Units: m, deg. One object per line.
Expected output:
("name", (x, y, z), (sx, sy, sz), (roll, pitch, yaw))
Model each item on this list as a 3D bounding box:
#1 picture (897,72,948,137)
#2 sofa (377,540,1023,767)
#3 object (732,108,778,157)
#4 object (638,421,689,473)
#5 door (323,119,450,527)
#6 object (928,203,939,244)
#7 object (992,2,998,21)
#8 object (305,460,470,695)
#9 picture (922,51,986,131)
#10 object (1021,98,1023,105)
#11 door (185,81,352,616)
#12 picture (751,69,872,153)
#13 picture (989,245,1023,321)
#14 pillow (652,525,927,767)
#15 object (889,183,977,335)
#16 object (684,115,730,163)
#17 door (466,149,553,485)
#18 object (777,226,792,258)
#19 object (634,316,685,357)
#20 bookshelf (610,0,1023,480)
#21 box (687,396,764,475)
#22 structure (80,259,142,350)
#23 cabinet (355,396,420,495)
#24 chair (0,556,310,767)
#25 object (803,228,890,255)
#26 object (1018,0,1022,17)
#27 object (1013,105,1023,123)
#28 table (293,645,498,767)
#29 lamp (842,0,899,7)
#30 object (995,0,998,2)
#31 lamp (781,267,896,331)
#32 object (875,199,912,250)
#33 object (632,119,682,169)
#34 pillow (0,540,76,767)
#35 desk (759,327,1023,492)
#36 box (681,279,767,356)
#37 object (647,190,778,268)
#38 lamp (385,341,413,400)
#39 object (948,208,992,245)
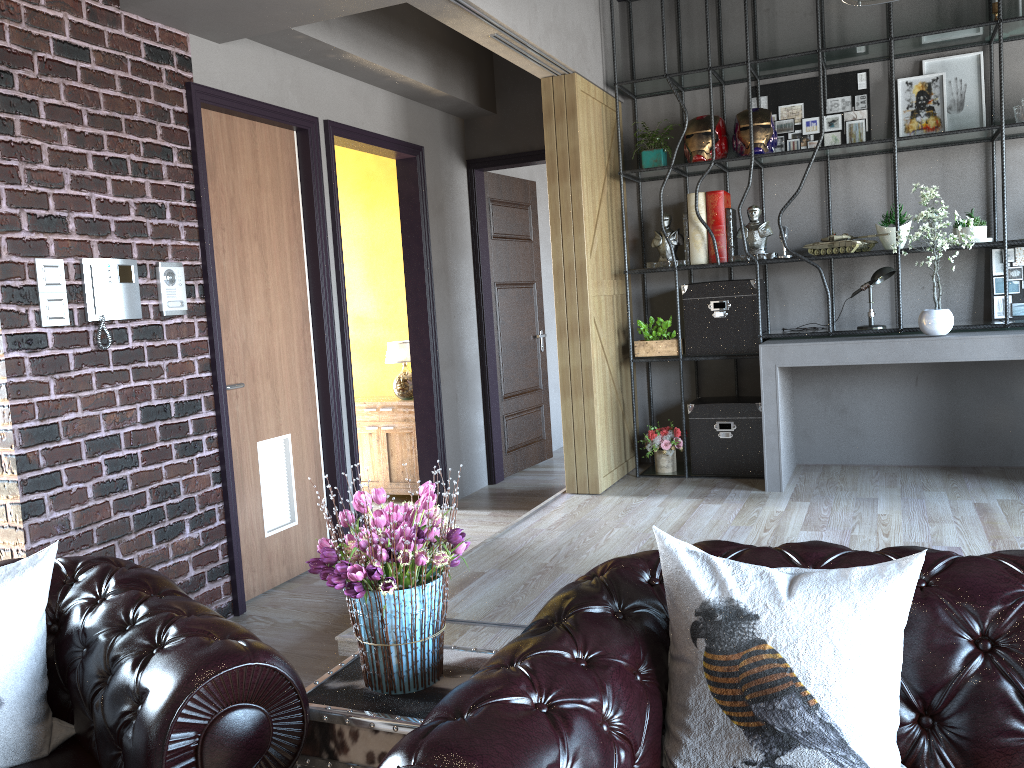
("picture", (2.520, -1.688, 5.446), (0.267, 0.413, 0.101), (-2, 5, 23))
("sofa", (1.157, 0.808, 1.420), (2.565, 0.837, 1.241), (-2, 5, 23))
("object", (1.549, -1.599, 5.661), (0.280, 0.327, 0.400), (-3, 5, 13))
("object", (1.016, 0.416, 6.039), (0.345, 0.362, 0.332), (-1, 5, 27))
("door", (-1.255, -0.308, 5.942), (1.098, 2.541, 1.151), (-2, 5, 23))
("object", (2.594, -0.976, 5.458), (0.113, 0.273, 0.113), (-5, 5, -10))
("object", (2.752, -2.099, 5.039), (0.135, 0.129, 0.135), (-4, 5, -4))
("object", (-0.261, 0.424, 1.981), (0.352, 0.483, 0.349), (-7, 6, -36))
("picture", (2.695, -1.747, 5.411), (0.332, 0.514, 0.119), (-2, 5, 23))
("object", (2.951, -1.550, 5.054), (0.087, 0.155, 0.087), (0, 6, 36))
("door", (-1.307, -0.189, 4.697), (0.219, 2.537, 1.004), (-2, 5, 23))
("picture", (1.930, -1.738, 5.771), (0.749, 0.503, 0.058), (-2, 5, 23))
("picture", (3.235, -0.618, 5.296), (0.665, 0.446, 0.051), (-2, 5, 23))
("pillow", (0.532, 0.527, 1.730), (0.528, 0.468, 0.283), (-1, 5, 26))
("object", (2.351, -0.698, 4.901), (0.398, 0.851, 0.421), (-5, 5, -20))
("object", (1.256, -1.592, 5.787), (0.280, 0.327, 0.400), (-1, 6, 28))
("door", (0.458, -0.539, 7.236), (1.149, 2.541, 1.130), (-2, 5, 23))
("object", (1.711, -0.892, 5.578), (0.093, 0.200, 0.093), (-2, 5, 18))
("object", (0.975, -0.322, 5.903), (0.304, 0.265, 0.181), (-2, 5, 23))
("bookshelf", (2.876, -1.071, 5.198), (4.482, 3.279, 0.527), (-2, 5, 23))
("box", (1.463, 0.335, 5.936), (0.489, 0.480, 0.374), (-2, 5, 23))
("structure", (-1.639, -0.332, 3.678), (0.068, 0.370, 0.280), (-2, 5, 23))
("cabinet", (-1.204, 0.493, 6.903), (1.432, 0.749, 0.409), (-2, 5, 23))
("chair", (-1.322, 0.928, 1.848), (1.494, 0.844, 1.245), (-7, 6, -37))
("object", (2.098, -0.898, 5.535), (0.207, 0.170, 0.577), (-7, 6, -32))
("object", (2.944, -2.252, 5.140), (0.128, 0.390, 0.128), (-5, 5, -17))
("object", (2.868, -1.509, 4.979), (0.093, 0.099, 0.092), (-6, 5, -29))
("table", (-0.218, 0.958, 2.019), (0.417, 0.608, 0.406), (-2, 5, 23))
("lamp", (1.643, -2.349, 4.047), (0.534, 1.148, 0.516), (-4, 5, 1))
("object", (2.868, -2.257, 5.250), (0.128, 0.390, 0.128), (-4, 5, -8))
("lamp", (2.071, -0.534, 5.614), (0.205, 0.370, 0.740), (-8, 7, -42))
("object", (2.316, -0.966, 5.371), (0.137, 0.304, 0.193), (-7, 5, -33))
("object", (0.946, -1.587, 5.935), (0.324, 0.339, 0.295), (-6, 5, -20))
("pillow", (-1.279, 0.628, 1.981), (0.541, 0.502, 0.290), (-6, 5, -29))
("desk", (2.629, 0.136, 5.242), (2.129, 0.885, 0.846), (-2, 5, 23))
("box", (1.412, -0.445, 5.876), (0.489, 0.480, 0.374), (-2, 5, 23))
("object", (1.311, -1.022, 5.854), (0.833, 0.465, 0.290), (-2, 5, 23))
("lamp", (-0.779, 0.197, 6.694), (0.291, 1.044, 0.441), (-4, 5, -3))
("object", (2.699, -0.931, 5.232), (0.235, 0.212, 0.235), (-6, 5, -22))
